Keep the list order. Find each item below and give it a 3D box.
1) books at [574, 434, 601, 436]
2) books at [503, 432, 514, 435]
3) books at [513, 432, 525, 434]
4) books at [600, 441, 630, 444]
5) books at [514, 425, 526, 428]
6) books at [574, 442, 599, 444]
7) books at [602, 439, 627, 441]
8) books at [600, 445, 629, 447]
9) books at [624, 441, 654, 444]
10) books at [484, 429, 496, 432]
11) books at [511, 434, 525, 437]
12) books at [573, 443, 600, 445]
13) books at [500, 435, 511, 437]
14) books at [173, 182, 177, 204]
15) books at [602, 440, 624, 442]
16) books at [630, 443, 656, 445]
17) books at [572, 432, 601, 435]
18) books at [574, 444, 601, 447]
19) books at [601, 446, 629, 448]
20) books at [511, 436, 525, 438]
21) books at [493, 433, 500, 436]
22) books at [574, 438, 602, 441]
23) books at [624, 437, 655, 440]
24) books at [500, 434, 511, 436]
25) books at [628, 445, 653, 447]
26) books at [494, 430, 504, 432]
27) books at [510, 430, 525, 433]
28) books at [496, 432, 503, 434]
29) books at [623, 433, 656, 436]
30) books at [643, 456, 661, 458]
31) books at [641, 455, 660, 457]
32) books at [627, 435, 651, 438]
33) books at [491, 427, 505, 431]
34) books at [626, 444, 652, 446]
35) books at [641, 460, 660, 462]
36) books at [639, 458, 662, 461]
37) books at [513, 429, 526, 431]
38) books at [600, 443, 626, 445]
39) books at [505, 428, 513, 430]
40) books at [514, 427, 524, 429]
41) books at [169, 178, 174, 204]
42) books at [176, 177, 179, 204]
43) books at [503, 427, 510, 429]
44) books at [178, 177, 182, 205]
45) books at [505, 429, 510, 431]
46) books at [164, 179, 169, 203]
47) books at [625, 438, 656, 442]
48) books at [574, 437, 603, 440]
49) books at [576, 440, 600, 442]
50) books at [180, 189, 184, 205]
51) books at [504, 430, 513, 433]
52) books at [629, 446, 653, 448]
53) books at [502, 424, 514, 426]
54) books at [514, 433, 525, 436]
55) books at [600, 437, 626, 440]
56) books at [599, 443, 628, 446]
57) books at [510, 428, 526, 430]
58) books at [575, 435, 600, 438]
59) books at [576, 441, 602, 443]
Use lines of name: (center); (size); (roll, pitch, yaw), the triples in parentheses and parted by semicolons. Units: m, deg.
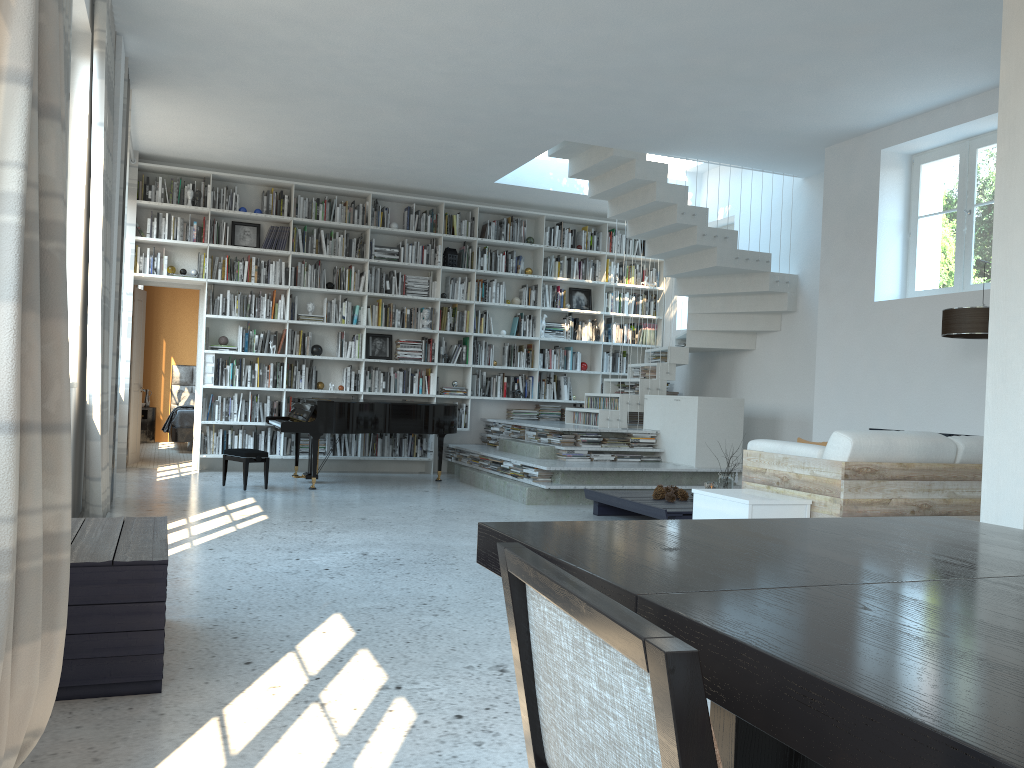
books: (0.745, 0.505, 8.761); (0.228, 0.009, 0.159); (3, -1, -25)
books: (0.012, 0.559, 9.988); (0.164, 0.023, 0.242); (3, -1, -17)
books: (0.124, 0.536, 9.723); (0.159, 0.018, 0.203); (3, -1, -23)
books: (1.009, 0.579, 8.847); (0.273, 0.014, 0.187); (3, -1, -26)
books: (0.130, 0.463, 9.723); (0.139, 0.028, 0.261); (3, -1, -16)
books: (0.736, 0.582, 8.775); (0.207, 0.012, 0.131); (3, -1, -25)
books: (1.004, 0.555, 8.863); (0.246, 0.013, 0.172); (3, -1, -22)
books: (1.003, 0.618, 8.857); (0.287, 0.005, 0.165); (3, -1, -16)
books: (1.278, 0.590, 8.978); (0.268, 0.014, 0.160); (3, -1, -22)
books: (-0.210, 0.552, 10.540); (0.175, 0.017, 0.265); (3, -1, -18)
books: (0.114, 0.569, 9.719); (0.178, 0.014, 0.247); (3, -1, -23)
books: (0.737, 0.594, 8.770); (0.227, 0.013, 0.148); (3, -1, -23)
books: (0.007, 0.589, 9.986); (0.183, 0.012, 0.296); (3, -1, -22)
books: (-3.523, -1.967, 9.266); (0.030, 0.257, 0.130); (2, 0, -21)
books: (1.001, 0.567, 8.868); (0.179, 0.010, 0.160); (3, -1, -19)
books: (1.285, 0.601, 8.959); (0.281, 0.008, 0.181); (3, -1, -16)
books: (0.738, 0.492, 8.781); (0.261, 0.016, 0.128); (3, -1, -22)
books: (0.742, 0.608, 8.757); (0.216, 0.015, 0.177); (3, -1, -23)
books: (1.003, 0.624, 8.857); (0.291, 0.007, 0.174); (3, -1, -18)
books: (0.107, 0.581, 9.717); (0.182, 0.011, 0.253); (3, -1, -17)
books: (-0.099, 0.585, 10.272); (0.173, 0.017, 0.233); (3, -1, -22)
books: (0.741, 0.547, 8.765); (0.260, 0.009, 0.153); (3, -1, -18)
books: (1.286, 0.547, 8.963); (0.261, 0.012, 0.179); (3, -1, -17)
books: (0.003, 0.576, 9.985); (0.190, 0.012, 0.235); (3, -1, -23)
books: (1.277, 0.625, 8.977); (0.259, 0.009, 0.152); (3, -1, -24)
books: (-0.096, 0.543, 10.272); (0.163, 0.008, 0.294); (3, -1, -23)
books: (0.117, 0.519, 9.719); (0.179, 0.017, 0.293); (3, -1, -20)
books: (-0.081, 0.567, 10.278); (0.131, 0.021, 0.240); (3, -1, -19)
books: (1.289, 0.510, 8.959); (0.285, 0.013, 0.181); (3, -1, -26)
books: (1.359, 0.728, 8.899); (0.229, 0.014, 0.133); (3, -1, -22)
books: (1.359, 0.718, 8.898); (0.215, 0.007, 0.130); (3, -1, -19)
books: (1.284, 0.529, 8.969); (0.192, 0.024, 0.167); (3, -1, -16)
books: (-0.108, 0.523, 10.267); (0.189, 0.030, 0.237); (3, -1, -24)
books: (1.275, 0.613, 8.983); (0.262, 0.016, 0.132); (3, -1, -26)
books: (1.361, 0.765, 8.888); (0.179, 0.010, 0.160); (3, -1, -21)
books: (1.361, 0.751, 8.890); (0.234, 0.017, 0.151); (3, -1, -20)
books: (0.120, 0.504, 9.721); (0.161, 0.012, 0.254); (3, -1, -17)
books: (1.003, 0.594, 8.861); (0.214, 0.015, 0.177); (3, -1, -20)
books: (0.025, 0.511, 9.992); (0.144, 0.013, 0.220); (3, -1, -18)
books: (0.139, 0.484, 9.728); (0.128, 0.013, 0.296); (3, -1, -23)
books: (-3.548, -1.981, 9.236); (0.039, 0.282, 0.181); (2, 0, -21)
books: (-3.496, -1.990, 9.261); (0.014, 0.304, 0.145); (2, 0, -21)
books: (0.018, 0.500, 9.989); (0.167, 0.008, 0.234); (3, -1, -22)
books: (-3.479, -1.994, 9.278); (0.029, 0.314, 0.129); (2, 0, -21)
books: (0.027, 0.524, 9.993); (0.150, 0.013, 0.215); (3, -1, -21)
books: (-3.587, -1.973, 9.204); (0.057, 0.262, 0.190); (2, 0, -21)
books: (1.282, 0.568, 8.970); (0.284, 0.030, 0.177); (3, -1, -20)
books: (0.750, 0.535, 8.745); (0.230, 0.015, 0.190); (3, -1, -16)
books: (0.742, 0.557, 8.763); (0.210, 0.012, 0.168); (3, -1, -20)
books: (-3.454, -1.929, 9.278); (0.024, 0.187, 0.159); (2, 0, -21)
books: (0.023, 0.539, 9.992); (0.154, 0.018, 0.221); (3, -1, -22)
books: (1.280, 0.635, 8.968); (0.220, 0.011, 0.177); (3, -1, -23)
books: (0.013, 0.465, 9.987); (0.165, 0.015, 0.243); (3, -1, -26)
books: (0.135, 0.554, 9.727); (0.138, 0.017, 0.237); (3, -1, -22)
books: (1.007, 0.543, 8.857); (0.203, 0.011, 0.173); (3, -1, -26)
books: (0.996, 0.608, 8.876); (0.293, 0.014, 0.133); (3, -1, -24)
books: (0.115, 0.493, 9.718); (0.187, 0.009, 0.261); (3, -1, -22)
books: (0.741, 0.518, 8.769); (0.221, 0.018, 0.154); (3, -1, -20)
books: (0.745, 0.569, 8.753); (0.215, 0.013, 0.189); (3, -1, -22)
